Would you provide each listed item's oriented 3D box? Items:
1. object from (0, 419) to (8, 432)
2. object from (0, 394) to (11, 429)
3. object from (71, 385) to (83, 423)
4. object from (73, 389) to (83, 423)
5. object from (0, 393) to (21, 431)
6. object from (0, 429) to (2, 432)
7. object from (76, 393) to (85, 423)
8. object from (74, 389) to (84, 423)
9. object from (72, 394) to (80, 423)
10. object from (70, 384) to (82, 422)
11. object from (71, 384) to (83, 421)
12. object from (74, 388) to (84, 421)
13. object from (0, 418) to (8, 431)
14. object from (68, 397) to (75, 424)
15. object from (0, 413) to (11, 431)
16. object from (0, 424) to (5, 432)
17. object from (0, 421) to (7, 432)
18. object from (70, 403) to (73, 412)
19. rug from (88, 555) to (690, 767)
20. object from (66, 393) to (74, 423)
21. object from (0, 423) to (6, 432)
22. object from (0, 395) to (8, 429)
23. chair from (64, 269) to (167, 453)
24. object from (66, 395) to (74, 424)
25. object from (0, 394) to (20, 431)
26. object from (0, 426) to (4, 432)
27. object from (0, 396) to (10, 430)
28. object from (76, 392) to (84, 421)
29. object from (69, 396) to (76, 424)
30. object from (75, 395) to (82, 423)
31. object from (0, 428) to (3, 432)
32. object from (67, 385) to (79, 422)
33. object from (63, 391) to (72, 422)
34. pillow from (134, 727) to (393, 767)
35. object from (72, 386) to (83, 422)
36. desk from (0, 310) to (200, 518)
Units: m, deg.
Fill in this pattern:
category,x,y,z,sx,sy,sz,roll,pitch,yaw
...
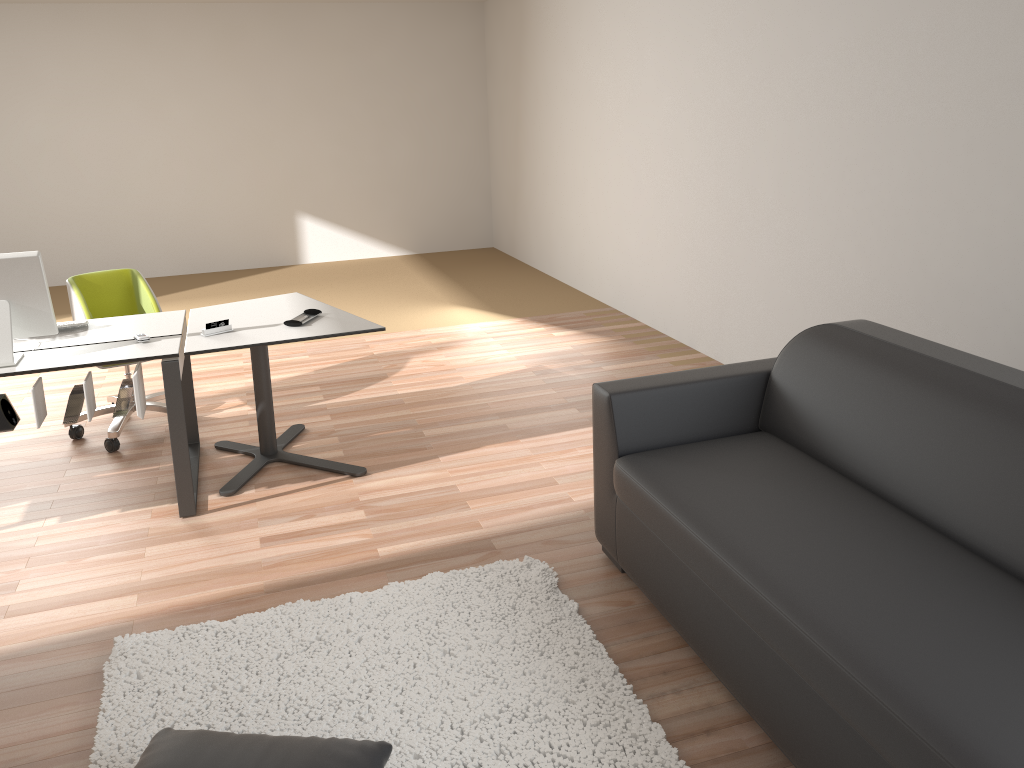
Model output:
category,x,y,z,sx,sy,sz,roll,pitch,yaw
object,-1.948,0.110,3.375,0.040,0.110,0.136,-6,16,-17
object,-1.935,0.108,3.379,0.040,0.110,0.136,-6,16,-17
object,-1.705,0.076,3.451,0.040,0.110,0.136,-6,16,-17
object,-1.698,0.075,3.453,0.040,0.110,0.136,-6,16,-17
object,-1.931,0.107,3.380,0.040,0.110,0.136,-6,16,-17
object,-1.966,0.112,3.369,0.040,0.110,0.136,-6,16,-17
object,-1.687,0.074,3.456,0.040,0.110,0.136,-6,16,-17
object,-1.694,0.074,3.454,0.040,0.110,0.136,-6,16,-17
object,-1.700,0.075,3.452,0.040,0.110,0.136,-6,16,-17
object,-1.709,0.077,3.449,0.040,0.110,0.136,-6,16,-17
object,-1.707,0.076,3.450,0.040,0.110,0.136,-6,16,-17
object,-1.696,0.075,3.454,0.040,0.110,0.136,-6,16,-17
object,-1.946,0.109,3.375,0.040,0.110,0.136,-6,16,-17
object,-1.714,0.077,3.448,0.040,0.110,0.136,-6,16,-17
object,-1.937,0.108,3.378,0.040,0.110,0.136,-6,16,-17
object,-1.957,0.111,3.372,0.040,0.110,0.136,-6,16,-17
object,-1.952,0.110,3.373,0.040,0.110,0.136,-6,16,-17
object,-1.716,0.077,3.447,0.040,0.110,0.136,-6,16,-17
rug,-0.265,1.002,2.033,1.454,0.044,2.078,-8,19,-17
object,-1.722,0.078,3.445,0.040,0.110,0.136,-6,16,-17
object,-1.955,0.111,3.372,0.040,0.110,0.136,-6,16,-17
object,-1.944,0.109,3.376,0.040,0.110,0.136,-6,16,-17
chair,-2.003,-0.150,4.539,0.631,0.789,0.606,-15,19,-41
object,-1.720,0.078,3.446,0.040,0.110,0.136,-6,16,-17
object,-1.931,0.107,3.380,0.040,0.110,0.136,-6,16,-17
object,-1.961,0.111,3.370,0.040,0.110,0.136,-6,16,-17
object,-1.940,0.108,3.377,0.040,0.110,0.136,-6,16,-17
object,-1.689,0.074,3.456,0.040,0.110,0.136,-6,16,-17
object,-1.711,0.077,3.449,0.040,0.110,0.136,-6,16,-17
object,-1.692,0.074,3.455,0.040,0.110,0.136,-6,16,-17
object,-1.964,0.112,3.370,0.040,0.110,0.136,-6,16,-17
object,-1.718,0.078,3.447,0.040,0.110,0.136,-6,16,-17
object,-1.733,0.080,3.442,0.040,0.110,0.136,-6,16,-17
pillow,-0.610,0.968,1.867,0.609,0.204,0.599,0,18,7
object,-1.703,0.076,3.452,0.040,0.110,0.136,-6,16,-17
desk,-2.185,0.195,3.671,1.607,0.669,0.825,-8,16,-17
